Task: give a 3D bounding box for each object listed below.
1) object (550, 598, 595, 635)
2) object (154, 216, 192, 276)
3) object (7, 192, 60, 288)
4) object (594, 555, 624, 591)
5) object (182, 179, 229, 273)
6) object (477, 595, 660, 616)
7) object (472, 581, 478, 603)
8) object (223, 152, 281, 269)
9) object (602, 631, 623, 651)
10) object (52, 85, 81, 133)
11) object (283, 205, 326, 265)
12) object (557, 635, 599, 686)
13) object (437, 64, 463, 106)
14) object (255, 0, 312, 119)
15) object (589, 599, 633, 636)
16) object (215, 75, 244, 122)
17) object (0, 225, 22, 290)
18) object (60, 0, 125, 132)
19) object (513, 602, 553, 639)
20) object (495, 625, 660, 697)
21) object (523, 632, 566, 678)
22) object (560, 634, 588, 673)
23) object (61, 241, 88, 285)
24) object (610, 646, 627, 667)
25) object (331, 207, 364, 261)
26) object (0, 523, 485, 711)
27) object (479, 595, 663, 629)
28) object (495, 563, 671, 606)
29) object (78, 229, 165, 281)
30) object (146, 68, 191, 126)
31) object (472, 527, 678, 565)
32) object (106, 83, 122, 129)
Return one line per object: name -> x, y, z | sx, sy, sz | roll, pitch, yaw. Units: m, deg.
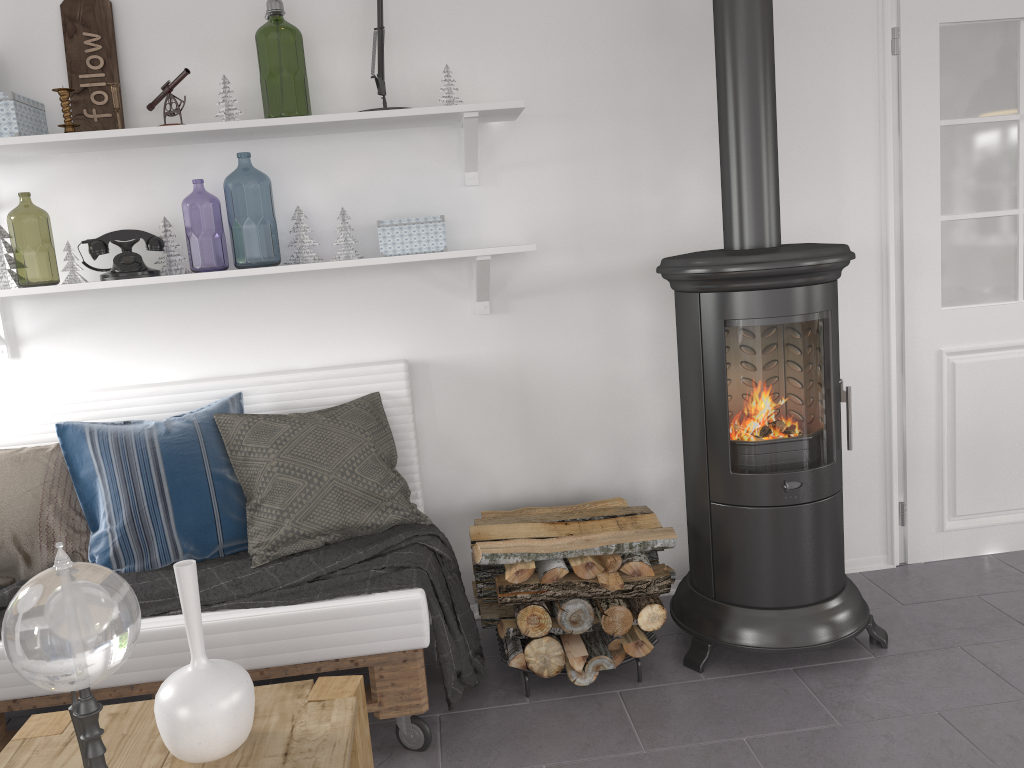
object -> 0.145, 0.611, 2.685 | 0.110, 0.109, 0.463 | -6, 9, -7
object -> -1.038, -0.419, 2.683 | 0.127, 0.176, 0.007 | -5, 9, 0
object -> -1.393, -0.418, 2.574 | 0.111, 0.270, 0.111 | -3, 9, 13
object -> 0.245, 0.495, 2.633 | 0.059, 0.048, 0.529 | -6, 9, -5
object -> -0.911, -0.468, 2.625 | 0.111, 0.270, 0.111 | -3, 9, 13
object -> 0.175, 0.660, 2.749 | 0.562, 0.063, 0.095 | -6, 9, -4
object -> 0.158, 0.647, 2.854 | 0.569, 0.078, 0.115 | -6, 9, -4
object -> -0.773, -0.513, 2.626 | 0.137, 0.335, 0.137 | -8, 10, -16
object -> 0.269, 0.700, 2.699 | 0.046, 0.033, 0.425 | -6, 9, -5
object -> -1.278, -0.781, 2.547 | 0.085, 0.152, 0.085 | -2, 10, 18
object -> -0.644, -0.458, 2.714 | 0.103, 0.178, 0.097 | -13, 12, -41
object -> 0.174, 0.759, 2.712 | 0.095, 0.063, 0.562 | -6, 9, -4
object -> -0.189, -0.886, 2.659 | 0.073, 0.142, 0.072 | 0, 10, 27
object -> -0.675, -0.972, 2.584 | 0.136, 0.415, 0.136 | 0, 10, 28
object -> 0.248, 0.611, 2.696 | 0.102, 0.102, 0.561 | -6, 9, -6
object -> -0.823, -0.820, 2.565 | 0.075, 0.147, 0.075 | -12, 12, -38
object -> -1.483, -0.375, 2.589 | 0.113, 0.195, 0.107 | -5, 9, 2
object -> -1.252, -0.963, 2.643 | 0.154, 0.480, 0.053 | -5, 9, 0
object -> 0.030, 0.620, 2.699 | 0.103, 0.107, 0.516 | -6, 9, -6
object -> 0.178, 0.772, 2.735 | 0.456, 0.118, 0.478 | -6, 9, -5
object -> 0.081, 0.731, 2.722 | 0.118, 0.142, 0.520 | -5, 9, -2
object -> 0.154, 0.723, 2.692 | 0.057, 0.050, 0.561 | -6, 9, -5
object -> -1.271, -0.352, 2.556 | 0.072, 0.124, 0.068 | -8, 10, -20
object -> 0.272, 0.740, 2.737 | 0.096, 0.067, 0.467 | -6, 9, -5
object -> -0.509, -0.458, 2.696 | 0.088, 0.161, 0.093 | -4, 9, 4
object -> -0.805, 0.701, 2.447 | 1.449, 0.508, 0.716 | -7, 10, -15
object -> 0.177, 0.680, 2.646 | 0.539, 0.070, 0.101 | -6, 9, -4
object -> 0.197, 0.563, 2.490 | 0.480, 0.104, 0.126 | -5, 9, -3
object -> -1.154, -0.383, 2.631 | 0.203, 0.146, 0.171 | -2, 10, 18
object -> -1.003, -0.822, 2.596 | 0.092, 0.172, 0.177 | -12, 11, -37
object -> 0.175, 0.454, 2.500 | 0.571, 0.079, 0.115 | -6, 9, -4
object -> -1.146, -0.795, 2.577 | 0.052, 0.148, 0.052 | -13, 13, -43
